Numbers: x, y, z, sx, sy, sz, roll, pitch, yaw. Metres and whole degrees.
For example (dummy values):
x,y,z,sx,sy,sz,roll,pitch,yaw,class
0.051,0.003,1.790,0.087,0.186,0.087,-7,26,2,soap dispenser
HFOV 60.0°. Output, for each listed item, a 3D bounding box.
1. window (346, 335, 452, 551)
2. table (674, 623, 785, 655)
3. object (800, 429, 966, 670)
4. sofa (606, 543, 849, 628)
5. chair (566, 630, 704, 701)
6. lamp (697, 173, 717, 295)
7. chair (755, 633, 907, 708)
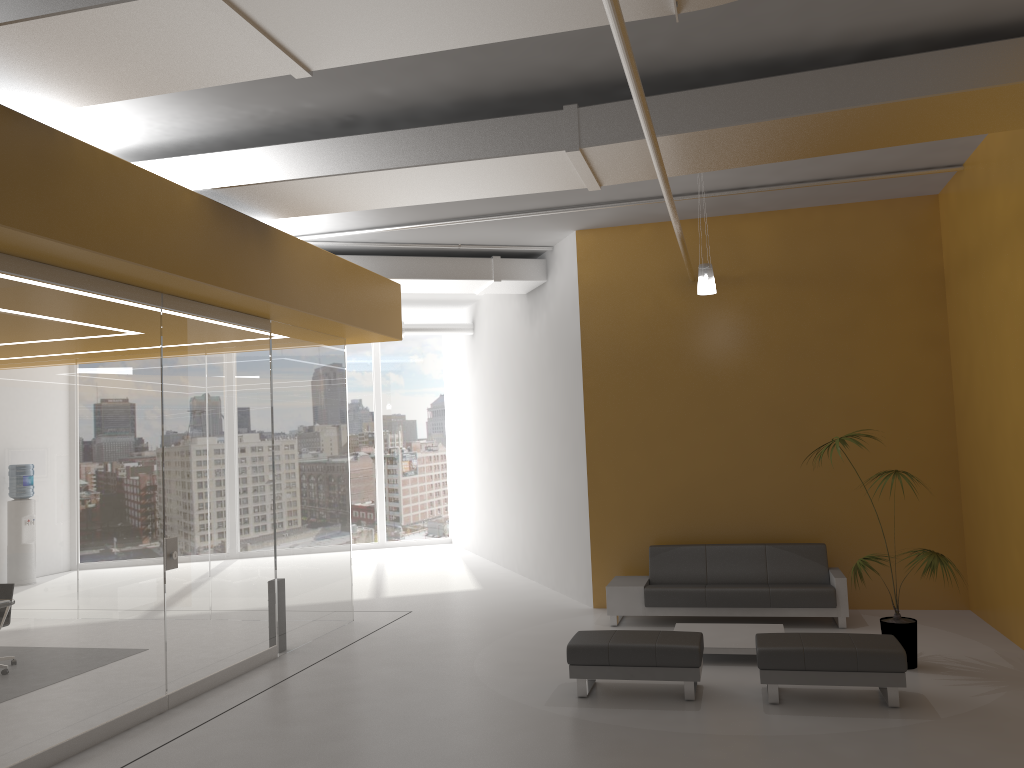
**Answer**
x,y,z,sx,sy,sz,roll,pitch,yaw,class
-4.060,1.078,17.534,8.533,4.498,0.100,-1,-4,-16,window
1.965,2.351,8.041,1.000,0.150,1.000,-3,-4,14,table
3.063,1.352,7.366,0.912,1.956,1.222,0,-5,-35,object
2.244,2.128,9.415,2.400,0.761,0.860,-3,-4,14,sofa
0.976,2.177,6.912,1.012,0.423,0.575,-3,-4,14,chair
1.784,-1.450,8.273,0.174,1.227,0.174,0,-5,-35,lamp
2.333,2.095,6.548,1.012,0.423,0.575,-3,-4,14,chair
